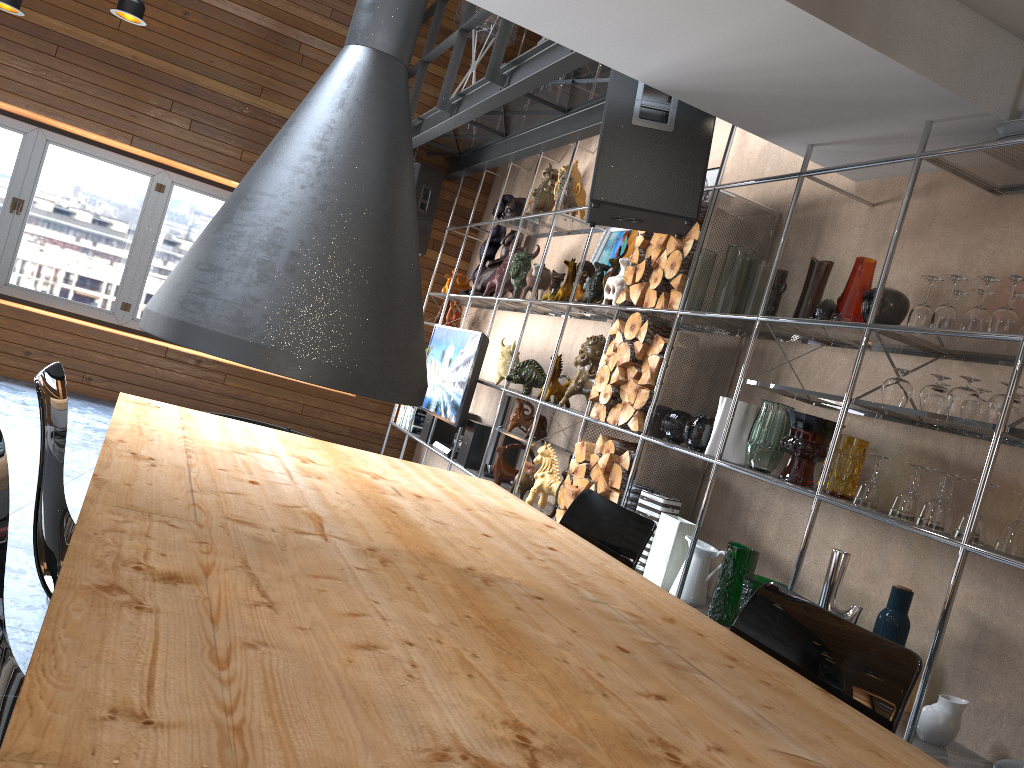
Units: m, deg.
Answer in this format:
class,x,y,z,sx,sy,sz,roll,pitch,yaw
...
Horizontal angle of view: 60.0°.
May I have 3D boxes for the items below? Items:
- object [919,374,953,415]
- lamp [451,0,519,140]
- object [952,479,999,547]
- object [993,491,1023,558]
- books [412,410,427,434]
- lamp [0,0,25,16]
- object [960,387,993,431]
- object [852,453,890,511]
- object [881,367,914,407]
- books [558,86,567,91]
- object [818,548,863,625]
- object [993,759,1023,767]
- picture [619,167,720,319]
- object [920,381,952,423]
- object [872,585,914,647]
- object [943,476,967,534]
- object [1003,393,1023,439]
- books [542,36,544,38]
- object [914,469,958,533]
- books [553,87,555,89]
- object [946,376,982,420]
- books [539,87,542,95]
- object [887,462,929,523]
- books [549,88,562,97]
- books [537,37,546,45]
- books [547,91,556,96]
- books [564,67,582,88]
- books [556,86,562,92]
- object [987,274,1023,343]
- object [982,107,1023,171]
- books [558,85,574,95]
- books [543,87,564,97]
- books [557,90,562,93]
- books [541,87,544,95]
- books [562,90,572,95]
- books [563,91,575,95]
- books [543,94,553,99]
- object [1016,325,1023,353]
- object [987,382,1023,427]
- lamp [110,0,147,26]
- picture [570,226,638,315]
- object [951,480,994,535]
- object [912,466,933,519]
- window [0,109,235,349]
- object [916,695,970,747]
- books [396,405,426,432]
class,x,y,z,sx,sy,sz,roll,pitch,yaw
object,1.285,0.038,2.691,0.092,0.124,0.092,16,0,3
lamp,-0.286,-2.390,6.673,0.475,1.002,0.475,16,0,1
object,1.280,0.353,2.442,0.081,0.170,0.081,16,0,3
object,1.419,0.393,2.491,0.081,0.170,0.081,16,0,3
books,-0.732,0.315,7.172,0.138,0.185,0.081,16,0,-23
lamp,-2.607,-3.052,5.015,0.210,1.911,0.210,16,0,15
object,1.421,0.077,2.713,0.092,0.124,0.092,16,0,3
object,1.138,0.308,2.798,0.081,0.170,0.081,16,0,3
object,1.215,0.016,2.794,0.092,0.124,0.092,16,0,3
books,0.406,-2.153,6.202,0.137,0.216,0.049,16,0,-23
object,1.028,0.746,2.812,0.129,0.420,0.129,16,0,-19
object,1.271,0.977,2.128,0.215,0.080,0.218,16,0,-14
picture,0.847,-0.746,4.801,0.090,0.863,0.530,16,0,-23
object,1.365,0.060,2.854,0.092,0.124,0.092,16,0,3
object,1.172,0.813,2.772,0.099,0.372,0.099,17,0,26
object,1.334,0.366,2.719,0.081,0.170,0.081,16,0,-27
object,1.467,0.092,2.597,0.092,0.124,0.092,16,0,3
books,0.350,-2.580,6.654,0.208,0.017,0.167,16,1,-23
object,1.235,0.339,2.576,0.081,0.170,0.081,16,0,-27
books,0.377,-2.163,6.302,0.155,0.215,0.055,16,0,-23
object,1.304,0.044,2.555,0.092,0.124,0.092,16,0,3
books,0.282,-2.184,6.477,0.127,0.201,0.011,16,0,-23
object,1.200,0.327,2.679,0.081,0.170,0.081,16,0,-27
books,0.334,-2.156,6.332,0.112,0.177,0.009,16,0,-23
books,0.347,-2.519,6.645,0.288,0.025,0.175,16,1,-17
books,0.337,-2.183,6.354,0.122,0.230,0.017,16,0,-23
books,0.407,-2.140,6.186,0.138,0.191,0.049,16,0,-23
books,0.386,-2.158,6.253,0.133,0.218,0.051,16,0,-23
object,1.401,-0.211,2.509,0.071,0.184,0.070,17,1,43
object,1.611,-0.739,2.655,0.322,0.164,0.312,16,1,-34
books,0.400,-2.149,6.214,0.131,0.205,0.051,16,0,-23
books,0.327,-2.182,6.430,0.161,0.223,0.017,16,0,-23
books,0.380,-2.149,6.265,0.126,0.197,0.047,16,0,-23
books,0.289,-2.167,6.456,0.119,0.172,0.014,16,0,-23
books,0.398,-2.139,6.229,0.120,0.188,0.048,16,0,-23
books,0.402,-2.153,6.246,0.137,0.216,0.049,16,0,-23
books,0.308,-2.179,6.444,0.125,0.206,0.019,16,0,-23
object,1.527,-0.175,2.588,0.071,0.184,0.070,17,1,43
object,1.366,0.063,2.452,0.092,0.124,0.092,16,0,3
lamp,-2.114,-2.980,5.390,0.210,1.565,0.210,16,0,15
picture,0.581,-0.703,5.314,0.136,0.625,0.544,16,0,-23
object,1.361,0.375,2.612,0.081,0.170,0.081,16,0,-27
object,1.285,0.351,2.832,0.081,0.170,0.081,16,0,3
window,-3.913,-1.376,6.993,5.935,1.522,0.101,16,0,-23
object,1.211,0.947,2.510,0.100,0.142,0.102,16,1,-43
books,-0.819,0.276,7.359,0.139,0.208,0.461,16,0,-23
